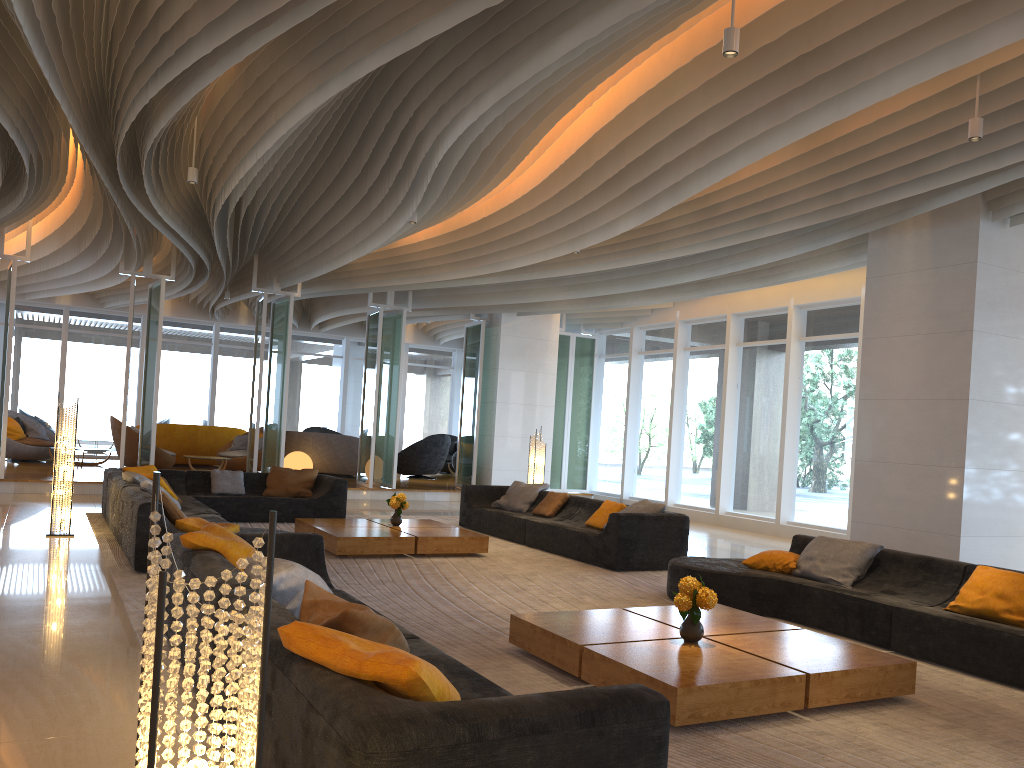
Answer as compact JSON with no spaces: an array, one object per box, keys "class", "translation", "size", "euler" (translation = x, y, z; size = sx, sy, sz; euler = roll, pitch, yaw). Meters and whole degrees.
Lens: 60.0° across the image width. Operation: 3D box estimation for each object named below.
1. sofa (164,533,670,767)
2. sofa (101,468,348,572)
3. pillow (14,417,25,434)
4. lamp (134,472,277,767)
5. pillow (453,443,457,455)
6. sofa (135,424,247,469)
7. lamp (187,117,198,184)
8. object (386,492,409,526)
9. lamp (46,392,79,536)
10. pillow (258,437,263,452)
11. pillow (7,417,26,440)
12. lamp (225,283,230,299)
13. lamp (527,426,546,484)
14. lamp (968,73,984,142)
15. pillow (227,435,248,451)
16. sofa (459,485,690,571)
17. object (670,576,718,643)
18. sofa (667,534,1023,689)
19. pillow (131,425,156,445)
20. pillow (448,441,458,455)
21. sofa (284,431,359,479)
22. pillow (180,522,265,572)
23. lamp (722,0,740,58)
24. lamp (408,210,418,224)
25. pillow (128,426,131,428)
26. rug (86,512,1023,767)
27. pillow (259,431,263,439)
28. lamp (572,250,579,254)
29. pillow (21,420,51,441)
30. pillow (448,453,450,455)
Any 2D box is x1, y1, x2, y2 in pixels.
[{"class":"sofa","translation":[-0.830,1.173,3.933],"size":[0.957,0.582,3.719],"euler":[5,-3,-28]},{"class":"sofa","translation":[-2.634,1.336,9.396],"size":[2.871,0.653,5.011],"euler":[5,-4,-28]},{"class":"pillow","translation":[-9.698,0.844,17.204],"size":[0.371,0.422,0.608],"euler":[3,-2,5]},{"class":"lamp","translation":[-0.556,0.760,1.550],"size":[0.254,1.197,0.246],"euler":[4,0,-28]},{"class":"pillow","translation":[-1.278,1.733,22.962],"size":[0.504,0.408,0.464],"euler":[4,-2,-1]},{"class":"sofa","translation":[-6.764,1.287,18.455],"size":[2.611,0.900,1.090],"euler":[6,-3,-39]},{"class":"lamp","translation":[-2.993,-2.663,8.428],"size":[0.088,1.505,0.090],"euler":[4,0,17]},{"class":"object","translation":[-1.249,1.358,9.688],"size":[0.235,0.377,0.266],"euler":[3,-1,4]},{"class":"lamp","translation":[-4.557,0.810,9.028],"size":[0.254,1.450,0.246],"euler":[4,0,-28]},{"class":"pillow","translation":[-4.965,1.199,17.515],"size":[0.471,0.408,0.496],"euler":[4,-2,-26]},{"class":"pillow","translation":[-9.531,0.851,16.841],"size":[0.476,0.454,0.616],"euler":[4,-2,-12]},{"class":"lamp","translation":[-5.276,-2.343,16.569],"size":[0.090,1.505,0.088],"euler":[4,0,-19]},{"class":"lamp","translation":[0.348,1.327,12.846],"size":[0.254,1.450,0.246],"euler":[4,0,-28]},{"class":"lamp","translation":[3.202,-2.417,6.045],"size":[0.091,1.505,0.087],"euler":[4,0,-37]},{"class":"pillow","translation":[-5.445,1.167,17.985],"size":[0.612,0.454,0.479],"euler":[3,-2,23]},{"class":"sofa","translation":[0.570,1.633,10.537],"size":[0.957,0.582,3.719],"euler":[5,-3,-28]},{"class":"object","translation":[0.990,1.221,4.841],"size":[0.237,0.377,0.265],"euler":[4,-1,-6]},{"class":"sofa","translation":[2.694,1.517,6.173],"size":[1.374,0.582,4.078],"euler":[5,-4,-29]},{"class":"pillow","translation":[-6.628,0.979,15.942],"size":[0.609,0.454,0.481],"euler":[2,-3,43]},{"class":"pillow","translation":[-1.685,1.667,23.048],"size":[0.615,0.422,0.366],"euler":[5,-2,-25]},{"class":"sofa","translation":[-3.869,1.460,18.378],"size":[2.530,0.900,1.125],"euler":[2,-2,21]},{"class":"pillow","translation":[-1.535,0.998,4.990],"size":[0.550,0.377,0.636],"euler":[4,-2,-6]},{"class":"lamp","translation":[1.270,-2.596,4.971],"size":[0.087,1.505,0.090],"euler":[3,0,35]},{"class":"lamp","translation":[-1.022,-2.480,9.524],"size":[0.088,1.505,0.090],"euler":[4,0,17]},{"class":"pillow","translation":[-6.977,0.951,16.135],"size":[0.378,0.422,0.596],"euler":[4,-2,-30]},{"class":"rug","translation":[0.907,1.654,5.285],"size":[5.603,0.022,15.973],"euler":[5,-4,-28]},{"class":"pillow","translation":[-5.045,1.171,17.925],"size":[0.595,0.422,0.379],"euler":[2,-2,40]},{"class":"lamp","translation":[0.801,-2.310,10.540],"size":[0.088,1.505,0.090],"euler":[4,0,17]},{"class":"pillow","translation":[-9.410,0.926,17.519],"size":[0.456,0.408,0.512],"euler":[3,-2,29]},{"class":"pillow","translation":[-1.920,1.651,22.709],"size":[0.633,0.454,0.463],"euler":[5,-3,-42]}]
